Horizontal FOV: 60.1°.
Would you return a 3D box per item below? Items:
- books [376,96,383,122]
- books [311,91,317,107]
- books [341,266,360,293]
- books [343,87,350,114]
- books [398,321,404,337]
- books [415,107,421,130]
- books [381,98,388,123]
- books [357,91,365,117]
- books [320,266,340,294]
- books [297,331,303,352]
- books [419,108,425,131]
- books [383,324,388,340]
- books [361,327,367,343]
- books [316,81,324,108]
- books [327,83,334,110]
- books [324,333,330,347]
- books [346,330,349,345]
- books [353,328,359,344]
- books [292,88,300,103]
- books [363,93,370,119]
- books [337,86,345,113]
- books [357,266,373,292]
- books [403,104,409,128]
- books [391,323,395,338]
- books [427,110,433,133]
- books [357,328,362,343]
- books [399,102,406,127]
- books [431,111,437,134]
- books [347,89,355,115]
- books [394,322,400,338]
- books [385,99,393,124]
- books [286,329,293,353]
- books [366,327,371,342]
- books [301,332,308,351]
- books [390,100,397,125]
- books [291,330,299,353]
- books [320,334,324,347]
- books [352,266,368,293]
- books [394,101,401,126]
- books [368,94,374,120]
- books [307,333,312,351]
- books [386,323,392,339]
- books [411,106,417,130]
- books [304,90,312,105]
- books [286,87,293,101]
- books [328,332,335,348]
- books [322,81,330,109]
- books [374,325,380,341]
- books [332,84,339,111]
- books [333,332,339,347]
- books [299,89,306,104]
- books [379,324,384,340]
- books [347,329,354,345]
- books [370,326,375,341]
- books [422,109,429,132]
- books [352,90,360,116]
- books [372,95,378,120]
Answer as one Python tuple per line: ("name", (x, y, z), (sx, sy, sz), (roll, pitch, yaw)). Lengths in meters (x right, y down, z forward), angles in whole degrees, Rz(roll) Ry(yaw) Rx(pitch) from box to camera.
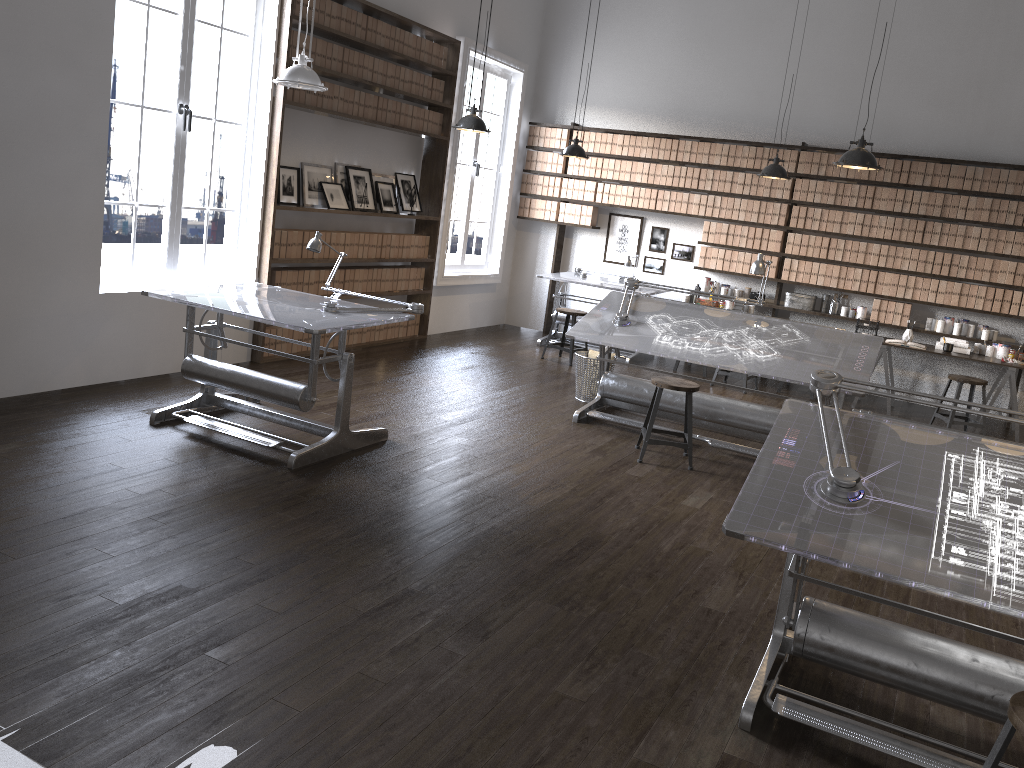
("books", (-1.257, -2.475, 7.970), (0.175, 0.224, 0.067), (12, 10, 25))
("books", (-1.666, -2.361, 7.174), (0.175, 0.224, 0.067), (12, 10, 26))
("books", (-1.496, -0.957, 8.126), (0.175, 0.224, 0.067), (12, 10, 25))
("books", (-1.480, -2.414, 7.539), (0.175, 0.224, 0.067), (12, 10, 26))
("books", (-1.185, -0.595, 8.940), (0.175, 0.224, 0.067), (12, 10, 25))
("books", (-0.978, -2.557, 8.530), (0.175, 0.224, 0.067), (12, 10, 25))
("books", (-1.228, -2.486, 8.039), (0.175, 0.224, 0.067), (12, 10, 26))
("books", (-1.380, -2.440, 7.725), (0.175, 0.224, 0.067), (12, 10, 25))
("books", (-1.627, -0.920, 7.873), (0.175, 0.224, 0.067), (12, 10, 25))
("books", (-1.880, -0.400, 7.579), (0.175, 0.224, 0.067), (12, 10, 25))
("books", (-0.948, -2.566, 8.592), (0.175, 0.224, 0.067), (12, 10, 25))
("books", (-1.312, -0.561, 8.696), (0.175, 0.224, 0.067), (12, 10, 26))
("books", (-1.464, -0.515, 8.387), (0.175, 0.224, 0.067), (12, 10, 26))
("books", (-1.634, -2.370, 7.237), (0.175, 0.224, 0.067), (12, 10, 26))
("books", (-1.573, -2.387, 7.356), (0.175, 0.224, 0.067), (12, 10, 26))
("books", (-1.718, -0.446, 7.901), (0.175, 0.224, 0.067), (12, 10, 26))
("books", (-1.591, -0.481, 8.142), (0.175, 0.224, 0.067), (12, 10, 25))
("books", (-1.525, -0.499, 8.273), (0.175, 0.224, 0.067), (12, 10, 25))
("books", (-1.760, -2.332, 6.979), (0.175, 0.224, 0.067), (12, 10, 26))
("books", (-1.347, -2.449, 7.789), (0.175, 0.224, 0.067), (12, 10, 26))
("books", (-1.509, -2.404, 7.474), (0.175, 0.224, 0.067), (12, 10, 25))
("books", (-1.406, -0.985, 8.317), (0.175, 0.224, 0.067), (12, 10, 26))
("books", (-1.070, -2.530, 8.347), (0.175, 0.224, 0.067), (12, 10, 25))
("books", (-1.253, -0.578, 8.816), (0.175, 0.224, 0.067), (12, 10, 26))
("books", (-0.877, -2.583, 8.716), (0.175, 0.224, 0.067), (12, 10, 26))
("books", (-1.498, -0.508, 8.330), (0.175, 0.224, 0.067), (12, 10, 25))
("books", (-1.096, -2.520, 8.285), (0.175, 0.224, 0.067), (12, 10, 26))
("books", (-0.847, -2.591, 8.775), (0.175, 0.224, 0.067), (12, 10, 25))
("books", (-1.451, -2.423, 7.601), (0.175, 0.224, 0.067), (12, 10, 26))
("books", (-1.221, -0.587, 8.879), (0.175, 0.224, 0.067), (12, 10, 26))
("books", (-1.192, -2.494, 8.100), (0.175, 0.224, 0.067), (12, 10, 26))
("books", (-1.940, -0.382, 7.459), (0.175, 0.224, 0.067), (12, 10, 25))
("books", (-1.438, -0.526, 8.452), (0.175, 0.224, 0.067), (12, 10, 26))
("books", (-1.848, -0.409, 7.642), (0.175, 0.224, 0.067), (12, 10, 25))
("books", (-1.164, -2.504, 8.165), (0.175, 0.224, 0.067), (12, 10, 25))
("books", (-1.905, -0.390, 7.516), (0.175, 0.224, 0.067), (12, 10, 26))
("books", (-1.746, -0.436, 7.833), (0.175, 0.224, 0.067), (12, 10, 25))
("books", (-1.439, -0.976, 8.256), (0.175, 0.224, 0.067), (12, 10, 26))
("books", (-1.132, -2.513, 8.228), (0.175, 0.224, 0.067), (12, 10, 25))
("books", (-1.323, -2.458, 7.847), (0.175, 0.224, 0.067), (12, 10, 25))
("books", (-1.813, -0.417, 7.703), (0.175, 0.224, 0.067), (12, 10, 26))
("books", (-1.278, -0.568, 8.753), (0.175, 0.224, 0.067), (12, 10, 25))
("books", (-1.006, -2.547, 8.465), (0.175, 0.224, 0.067), (12, 10, 26))
("books", (-1.695, -2.351, 7.109), (0.175, 0.224, 0.067), (12, 10, 25))
("books", (-1.798, -2.324, 6.915), (0.175, 0.224, 0.067), (12, 10, 25))
("books", (-1.686, -0.454, 7.958), (0.175, 0.224, 0.067), (12, 10, 25))
("books", (-1.599, -2.378, 7.294), (0.175, 0.224, 0.067), (12, 10, 25))
("books", (-1.370, -0.543, 8.574), (0.175, 0.224, 0.067), (12, 10, 25))
("books", (-1.543, -2.395, 7.411), (0.175, 0.224, 0.067), (12, 10, 26))
("books", (-1.653, -0.461, 8.012), (0.175, 0.224, 0.067), (12, 10, 26))
("books", (-1.731, -2.343, 7.048), (0.175, 0.224, 0.067), (12, 10, 25))
("books", (-1.339, -0.552, 8.639), (0.175, 0.224, 0.067), (12, 10, 26))
("books", (-1.556, -0.490, 8.208), (0.175, 0.224, 0.067), (12, 10, 26))
("books", (-1.405, -0.534, 8.513), (0.175, 0.224, 0.067), (12, 10, 26))
("books", (-0.913, -2.574, 8.653), (0.175, 0.224, 0.067), (12, 10, 26))
("books", (-1.416, -2.431, 7.662), (0.175, 0.224, 0.067), (12, 10, 25))
("books", (-1.295, -2.467, 7.906), (0.175, 0.224, 0.067), (12, 10, 26))
